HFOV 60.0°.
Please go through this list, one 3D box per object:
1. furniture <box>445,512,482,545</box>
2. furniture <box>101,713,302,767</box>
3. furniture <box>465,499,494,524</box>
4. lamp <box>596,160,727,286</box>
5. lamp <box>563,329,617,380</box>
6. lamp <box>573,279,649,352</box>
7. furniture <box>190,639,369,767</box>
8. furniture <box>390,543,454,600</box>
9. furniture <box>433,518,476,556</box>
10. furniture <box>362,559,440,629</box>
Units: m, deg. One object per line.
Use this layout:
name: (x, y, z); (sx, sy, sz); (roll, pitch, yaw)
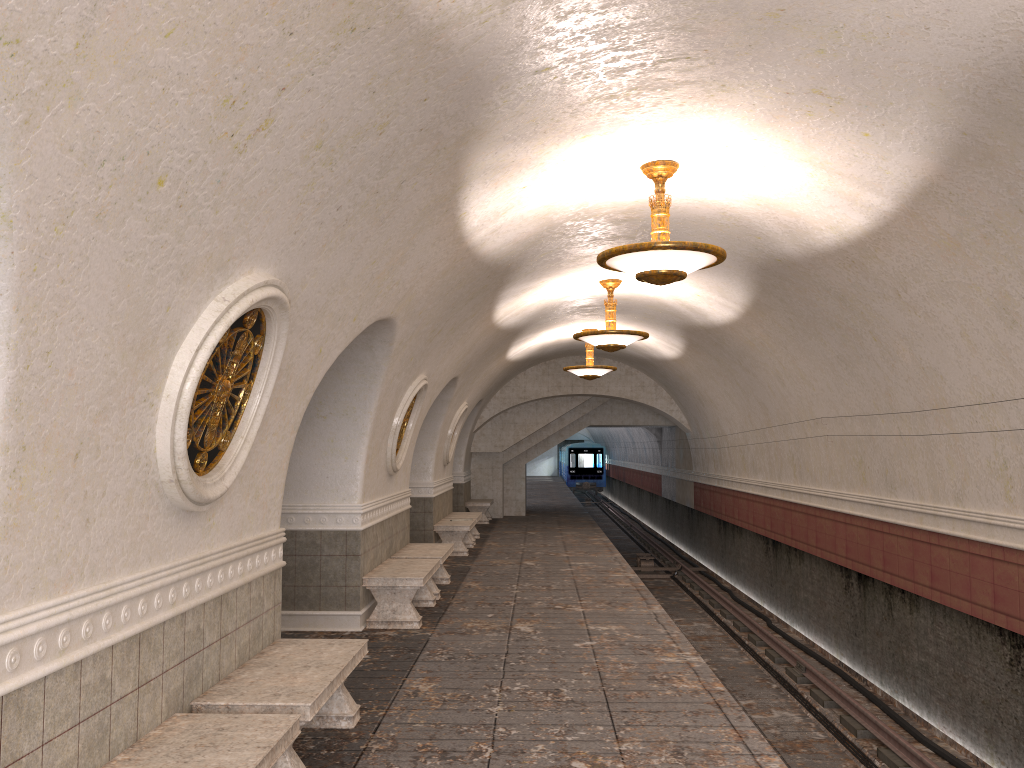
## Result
furniture: (-0.927, 2.777, 17.100); (0.613, 0.508, 1.509); (0, -4, 2)
furniture: (-1.334, 1.776, 3.478); (0.613, 0.508, 1.509); (0, -4, 2)
furniture: (-0.789, 3.116, 21.707); (0.613, 0.508, 1.509); (0, -4, 2)
lamp: (1.171, -1.248, 6.999); (1.008, 0.955, 1.008); (-1, -4, 18)
lamp: (1.459, -0.540, 16.627); (1.008, 0.955, 1.008); (4, -6, -42)
lamp: (1.315, -0.894, 11.812); (1.008, 0.955, 1.008); (-1, -4, 18)
furniture: (-1.284, 1.899, 5.155); (0.613, 0.508, 1.509); (0, -4, 2)
furniture: (-1.105, 2.340, 11.157); (0.613, 0.508, 1.509); (0, -4, 2)
furniture: (-0.977, 2.654, 15.424); (0.613, 0.508, 1.509); (0, -4, 2)
furniture: (-1.155, 2.217, 9.480); (0.613, 0.508, 1.509); (0, -4, 2)
